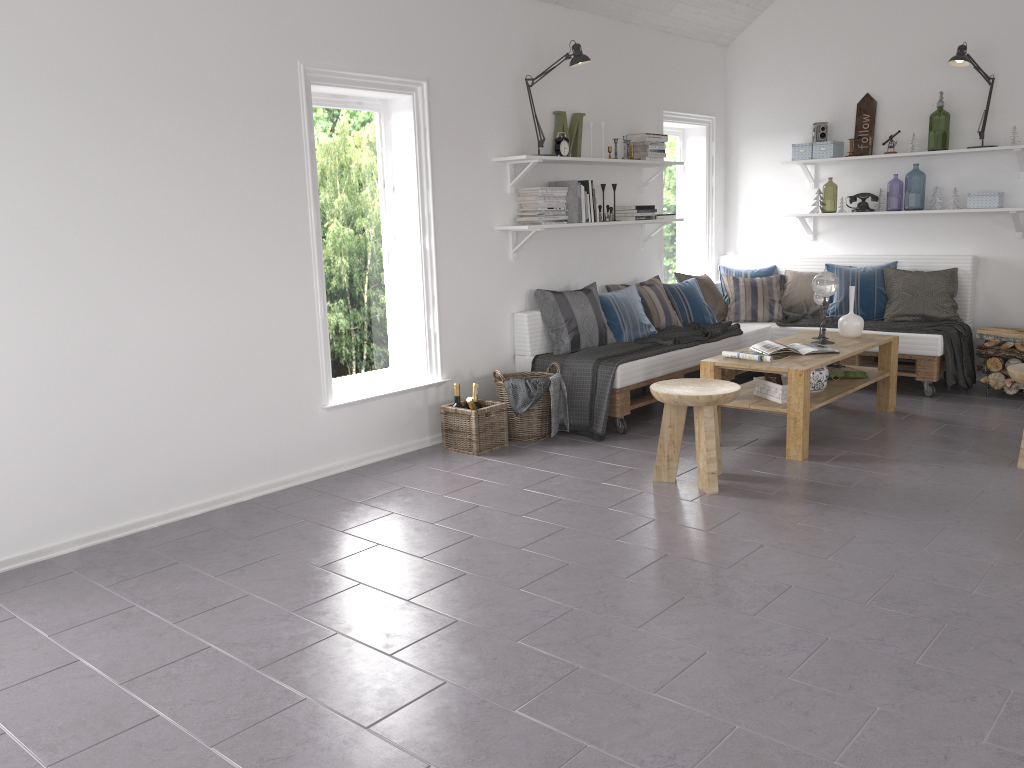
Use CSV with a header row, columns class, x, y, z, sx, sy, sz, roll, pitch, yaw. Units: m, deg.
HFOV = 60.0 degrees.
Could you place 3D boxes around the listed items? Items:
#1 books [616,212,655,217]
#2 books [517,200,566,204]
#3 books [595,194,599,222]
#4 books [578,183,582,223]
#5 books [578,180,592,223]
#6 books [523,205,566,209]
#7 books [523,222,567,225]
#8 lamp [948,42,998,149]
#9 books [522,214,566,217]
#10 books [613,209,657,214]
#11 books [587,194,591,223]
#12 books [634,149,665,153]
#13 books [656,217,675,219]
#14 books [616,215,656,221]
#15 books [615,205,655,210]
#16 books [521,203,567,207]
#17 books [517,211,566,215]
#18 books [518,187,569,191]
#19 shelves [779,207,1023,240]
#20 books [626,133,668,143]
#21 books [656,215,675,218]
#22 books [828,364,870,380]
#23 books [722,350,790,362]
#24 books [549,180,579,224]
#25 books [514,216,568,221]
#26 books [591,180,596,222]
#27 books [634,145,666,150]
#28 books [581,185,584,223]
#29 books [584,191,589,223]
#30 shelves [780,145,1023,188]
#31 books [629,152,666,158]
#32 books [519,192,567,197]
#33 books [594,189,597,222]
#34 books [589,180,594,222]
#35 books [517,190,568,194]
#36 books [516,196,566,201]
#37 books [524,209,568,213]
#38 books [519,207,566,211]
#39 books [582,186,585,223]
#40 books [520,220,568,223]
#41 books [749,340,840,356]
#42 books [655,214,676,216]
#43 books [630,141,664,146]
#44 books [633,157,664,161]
class,x,y,z,sx,sy,sz,roll,pitch,yaw
books,0.888,-1.222,6.395,0.191,0.023,0.242,7,14,39
books,0.187,-1.163,5.669,0.182,0.016,0.288,7,14,40
books,0.507,-1.177,5.951,0.152,0.185,0.045,7,14,40
books,0.369,-1.181,5.799,0.193,0.257,0.046,7,14,40
books,0.437,-1.207,5.879,0.200,0.274,0.038,7,14,40
books,0.207,-1.130,5.662,0.161,0.012,0.254,7,14,40
books,0.212,-1.029,5.685,0.161,0.012,0.254,7,14,40
lamp,3.163,-1.968,6.066,0.439,0.703,0.196,-8,12,-28
books,0.206,-1.079,5.680,0.161,0.013,0.254,7,14,40
books,0.886,-1.246,6.403,0.212,0.023,0.258,7,14,40
books,0.456,-1.158,5.857,0.125,0.185,0.042,7,14,40
books,0.984,-1.689,6.447,0.152,0.024,0.238,7,14,40
books,1.072,-1.232,6.611,0.187,0.014,0.253,7,14,40
books,0.889,-1.197,6.411,0.191,0.032,0.258,8,15,42
books,0.882,-1.269,6.389,0.190,0.028,0.239,8,15,42
books,0.204,-1.147,5.670,0.167,0.017,0.263,7,14,40
books,0.183,-1.092,5.674,0.182,0.016,0.288,7,14,40
books,0.199,-1.237,5.628,0.182,0.016,0.288,7,14,40
shelves,2.907,-1.181,6.603,1.820,0.212,0.269,7,14,40
books,0.980,-1.780,6.433,0.176,0.053,0.290,7,14,40
books,1.068,-1.245,6.606,0.187,0.014,0.248,7,14,39
books,1.939,-0.087,5.505,0.445,0.079,0.301,-4,11,-8
books,1.373,-0.168,4.990,0.300,0.043,0.229,9,15,44
books,0.336,-1.180,5.764,0.200,0.271,0.050,7,14,40
books,0.189,-1.057,5.663,0.176,0.025,0.331,7,14,40
books,0.461,-1.214,5.913,0.210,0.274,0.048,7,14,40
books,0.991,-1.716,6.457,0.161,0.026,0.223,7,14,40
books,0.381,-1.178,5.822,0.205,0.243,0.019,7,14,40
books,0.437,-1.163,5.840,0.141,0.203,0.044,7,14,40
shelves,2.893,-1.584,6.526,1.820,0.212,0.269,7,14,40
books,0.983,-1.660,6.447,0.172,0.032,0.239,7,14,40
books,0.197,-1.206,5.648,0.174,0.021,0.273,7,14,40
books,0.488,-1.189,5.928,0.171,0.219,0.047,7,14,40
books,0.447,-1.209,5.894,0.200,0.272,0.054,7,14,40
books,0.195,-1.224,5.643,0.182,0.016,0.288,7,14,40
books,0.185,-1.184,5.662,0.180,0.028,0.296,7,14,40
books,0.216,-1.108,5.673,0.161,0.013,0.256,7,14,40
books,0.195,-1.117,5.660,0.159,0.012,0.285,7,14,40
books,0.392,-1.177,5.836,0.200,0.236,0.031,7,14,40
books,0.205,-1.039,5.669,0.159,0.012,0.285,7,14,40
books,1.635,-0.213,5.150,0.422,0.049,0.300,-3,11,-4
books,1.064,-1.258,6.610,0.202,0.012,0.251,8,14,42
books,0.977,-1.738,6.430,0.161,0.027,0.223,7,14,40
books,0.967,-1.627,6.450,0.172,0.032,0.239,7,14,40
